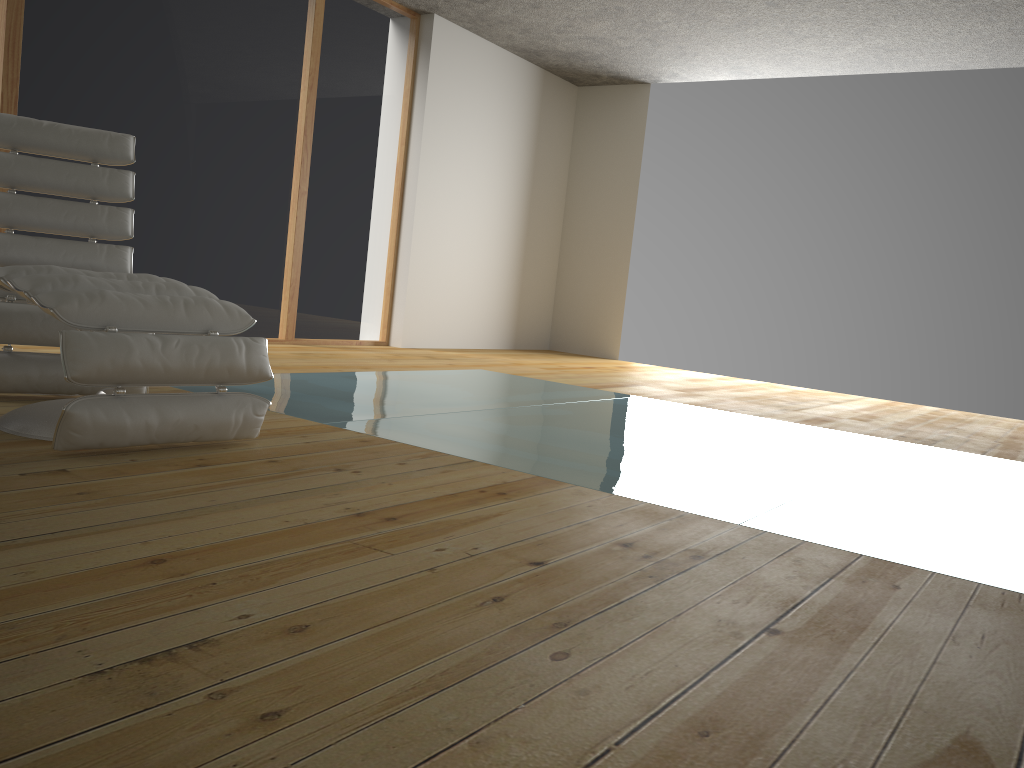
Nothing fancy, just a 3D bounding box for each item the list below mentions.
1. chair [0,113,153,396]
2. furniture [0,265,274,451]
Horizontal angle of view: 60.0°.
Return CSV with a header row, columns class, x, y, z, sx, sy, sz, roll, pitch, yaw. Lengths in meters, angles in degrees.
class,x,y,z,sx,sy,sz,roll,pitch,yaw
chair,-1.619,-0.484,3.151,0.569,0.966,0.917,3,6,-31
furniture,-1.090,-0.089,2.472,0.688,0.438,0.569,11,7,40
